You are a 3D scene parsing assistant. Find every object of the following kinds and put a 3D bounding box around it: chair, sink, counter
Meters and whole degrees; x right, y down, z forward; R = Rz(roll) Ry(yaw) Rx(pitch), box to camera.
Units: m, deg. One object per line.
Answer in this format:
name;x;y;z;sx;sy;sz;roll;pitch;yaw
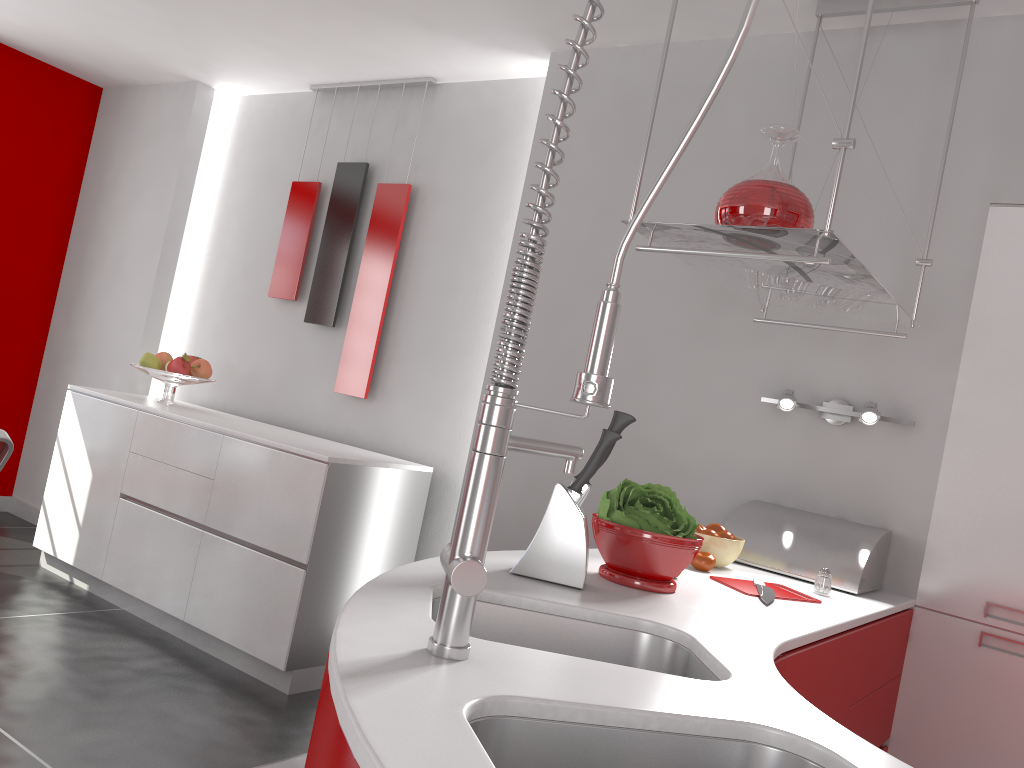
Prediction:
chair;-1.681;0.485;2.290;0.460;0.857;0.418;10;-2;30
sink;0.066;0.455;1.275;0.428;0.172;0.326;12;-2;-4
counter;0.542;0.894;1.295;1.868;0.880;2.865;12;-2;-21
sink;0.154;0.456;0.796;0.428;0.172;0.326;12;-2;-16

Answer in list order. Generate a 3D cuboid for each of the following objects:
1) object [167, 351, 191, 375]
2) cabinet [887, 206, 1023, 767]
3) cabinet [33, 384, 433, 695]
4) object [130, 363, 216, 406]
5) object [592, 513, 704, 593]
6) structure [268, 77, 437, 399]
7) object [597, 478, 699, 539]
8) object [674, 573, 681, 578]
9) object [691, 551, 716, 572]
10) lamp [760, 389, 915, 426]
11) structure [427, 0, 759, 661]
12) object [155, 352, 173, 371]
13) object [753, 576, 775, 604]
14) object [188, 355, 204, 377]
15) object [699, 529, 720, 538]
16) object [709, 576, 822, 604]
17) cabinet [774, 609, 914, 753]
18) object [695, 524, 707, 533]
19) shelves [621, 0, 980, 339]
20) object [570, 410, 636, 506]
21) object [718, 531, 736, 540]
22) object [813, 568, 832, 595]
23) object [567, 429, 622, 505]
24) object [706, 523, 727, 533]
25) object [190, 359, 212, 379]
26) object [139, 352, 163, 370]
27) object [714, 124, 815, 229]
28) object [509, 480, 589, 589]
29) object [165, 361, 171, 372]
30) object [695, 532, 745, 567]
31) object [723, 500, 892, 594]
object;-1.584;-0.096;4.213;0.117;0.133;0.097;11;-2;24
cabinet;2.308;0.698;2.082;2.398;2.026;0.614;10;-2;35
cabinet;-1.314;0.606;3.967;1.802;0.880;0.610;10;-2;35
object;-1.652;0.018;4.289;0.398;0.159;0.398;12;-2;-6
object;0.264;0.345;1.797;0.228;0.118;0.229;11;-2;6
structure;-0.836;-0.727;4.273;0.820;1.503;0.040;10;-2;35
object;0.269;0.292;1.790;0.193;0.182;0.198;10;-3;40
object;0.348;0.404;1.974;0.063;0.048;0.064;11;-2;13
object;0.472;0.440;2.195;0.063;0.047;0.065;10;-2;34
lamp;0.951;0.076;2.641;0.454;0.081;0.155;10;-2;35
structure;0.082;-0.128;1.037;0.178;0.920;0.308;12;-2;-12
object;-1.715;-0.107;4.359;0.096;0.105;0.117;13;-2;-26
object;0.574;0.467;2.009;0.041;0.008;0.375;11;-2;12
object;-1.599;-0.095;4.397;0.117;0.129;0.150;12;-2;-8
object;0.508;0.400;2.296;0.062;0.049;0.066;10;-3;43
object;0.589;0.478;2.064;0.266;0.006;0.168;13;-2;-28
cabinet;0.732;0.907;1.494;1.025;0.761;1.875;12;-2;-10
object;0.503;0.401;2.361;0.062;0.052;0.065;11;-2;19
shelves;0.777;-0.711;2.211;0.462;1.023;0.934;10;-2;35
object;0.126;0.200;1.635;0.150;0.322;0.014;11;-2;6
object;0.559;0.412;2.337;0.062;0.049;0.066;10;-2;32
object;0.778;0.491;2.213;0.043;0.066;0.042;13;-3;-42
object;0.111;0.212;1.608;0.130;0.279;0.012;11;-2;6
object;0.550;0.407;2.399;0.066;0.058;0.055;11;-2;20
object;-1.504;-0.070;4.314;0.097;0.101;0.121;11;-2;13
object;-1.712;-0.104;4.212;0.100;0.086;0.083;12;-2;-6
object;0.566;-0.428;1.952;0.213;0.266;0.213;13;-2;-27
object;0.084;0.269;1.637;0.137;0.178;0.091;11;-2;8
object;-1.644;-0.071;4.318;0.086;0.079;0.084;13;-2;-27
object;0.505;0.432;2.342;0.201;0.086;0.201;10;-2;36
object;0.837;0.456;2.548;0.400;0.170;0.300;10;-2;35
